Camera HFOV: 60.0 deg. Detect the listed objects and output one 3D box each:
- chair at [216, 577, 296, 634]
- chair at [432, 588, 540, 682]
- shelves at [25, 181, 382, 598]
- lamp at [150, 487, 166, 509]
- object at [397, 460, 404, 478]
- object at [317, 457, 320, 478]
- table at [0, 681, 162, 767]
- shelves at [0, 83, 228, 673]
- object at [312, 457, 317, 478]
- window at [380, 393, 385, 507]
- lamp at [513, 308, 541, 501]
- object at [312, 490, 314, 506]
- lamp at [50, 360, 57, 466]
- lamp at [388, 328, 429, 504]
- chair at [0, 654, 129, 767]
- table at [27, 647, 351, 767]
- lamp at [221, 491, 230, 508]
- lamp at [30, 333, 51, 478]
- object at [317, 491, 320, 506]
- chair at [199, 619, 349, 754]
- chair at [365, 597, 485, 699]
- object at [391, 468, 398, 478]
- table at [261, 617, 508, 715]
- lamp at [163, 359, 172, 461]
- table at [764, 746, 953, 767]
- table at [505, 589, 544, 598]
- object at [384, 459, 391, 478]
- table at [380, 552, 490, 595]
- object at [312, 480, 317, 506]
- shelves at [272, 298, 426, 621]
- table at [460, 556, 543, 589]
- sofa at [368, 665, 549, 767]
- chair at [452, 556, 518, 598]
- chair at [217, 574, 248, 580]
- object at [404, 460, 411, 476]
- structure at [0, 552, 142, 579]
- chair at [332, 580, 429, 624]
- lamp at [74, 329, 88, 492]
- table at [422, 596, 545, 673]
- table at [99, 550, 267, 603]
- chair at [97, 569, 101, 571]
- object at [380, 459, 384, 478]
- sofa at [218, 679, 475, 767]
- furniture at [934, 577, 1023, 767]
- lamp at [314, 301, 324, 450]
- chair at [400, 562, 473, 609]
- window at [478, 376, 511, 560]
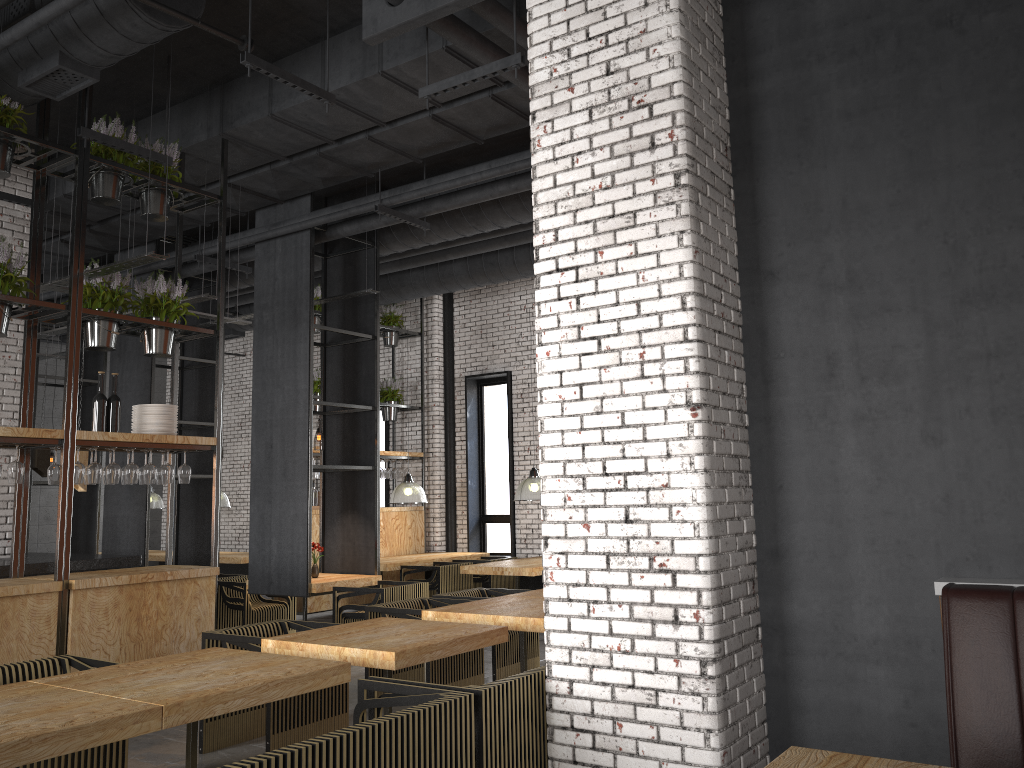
[{"bbox_3d":[-2.754,2.441,9.409,0.637,0.732,0.656,-7,-10,36],"label":"chair"},{"bbox_3d":[-0.214,2.127,7.447,0.638,0.732,0.656,-7,-10,33],"label":"chair"},{"bbox_3d":[-4.170,0.162,10.722,6.140,4.380,1.001,-7,-10,34],"label":"shelves"},{"bbox_3d":[-6.178,0.926,15.180,0.536,2.413,0.535,1,-9,-14],"label":"lamp"},{"bbox_3d":[-1.623,1.243,12.944,0.101,0.268,0.100,2,-9,-25],"label":"object"},{"bbox_3d":[-2.510,1.098,11.661,0.101,0.268,0.100,2,-9,-19],"label":"object"},{"bbox_3d":[-2.012,1.600,3.176,0.999,0.765,0.995,-7,-9,34],"label":"table"},{"bbox_3d":[-3.566,-0.187,5.714,0.689,5.034,3.653,-7,-10,34],"label":"shelves"},{"bbox_3d":[-2.593,1.084,11.540,0.101,0.268,0.100,2,-9,-19],"label":"object"},{"bbox_3d":[-2.186,1.446,14.449,0.748,2.707,0.364,-7,-10,34],"label":"window"},{"bbox_3d":[0.250,0.228,10.978,0.536,2.413,0.535,2,-9,-19],"label":"lamp"},{"bbox_3d":[-2.649,1.441,11.573,0.107,0.369,0.070,-7,-10,33],"label":"object"},{"bbox_3d":[-6.292,0.368,12.184,0.108,1.604,0.108,2,-9,-24],"label":"lamp"},{"bbox_3d":[-1.421,0.414,12.105,0.536,2.413,0.535,2,-9,-19],"label":"lamp"},{"bbox_3d":[-2.352,1.775,4.335,0.637,0.732,0.656,-7,-10,36],"label":"chair"},{"bbox_3d":[-1.445,1.692,3.997,0.999,0.765,0.995,-7,-9,34],"label":"table"},{"bbox_3d":[-4.755,0.768,14.221,0.536,2.413,0.535,2,-9,-19],"label":"lamp"},{"bbox_3d":[-4.525,0.198,8.559,0.127,1.399,0.127,-7,-10,34],"label":"lamp"},{"bbox_3d":[-2.557,1.528,11.678,0.056,0.249,0.056,-6,-9,26],"label":"object"},{"bbox_3d":[-1.490,1.918,5.599,0.638,0.732,0.656,-7,-10,33],"label":"chair"},{"bbox_3d":[-0.662,2.050,6.773,0.638,0.732,0.656,-7,-10,34],"label":"chair"},{"bbox_3d":[-1.706,1.229,12.824,0.101,0.268,0.100,2,-9,-25],"label":"object"},{"bbox_3d":[-0.708,1.813,5.063,0.999,0.765,0.995,-7,-9,34],"label":"table"},{"bbox_3d":[-4.135,0.128,10.730,0.108,1.604,0.108,0,-9,-9],"label":"lamp"},{"bbox_3d":[0.086,1.217,0.610,0.999,0.765,4.128,-7,-9,34],"label":"table"},{"bbox_3d":[0.648,2.030,6.997,0.999,0.765,0.995,-7,-9,34],"label":"table"},{"bbox_3d":[-1.790,1.215,12.703,0.101,0.268,0.100,2,-9,-25],"label":"object"},{"bbox_3d":[-1.318,2.705,11.842,0.999,0.765,2.112,-7,-9,34],"label":"table"},{"bbox_3d":[-2.613,1.447,11.627,0.107,0.369,0.070,-7,-10,33],"label":"object"},{"bbox_3d":[-2.238,0.653,12.454,0.689,5.034,2.328,-7,-10,34],"label":"shelves"},{"bbox_3d":[0.425,2.511,10.667,0.999,0.765,2.112,-7,-9,34],"label":"table"},{"bbox_3d":[0.130,1.739,4.519,0.639,0.732,1.802,-7,-9,34],"label":"sofa"},{"bbox_3d":[-0.359,2.699,11.843,0.638,0.732,0.656,-6,-9,32],"label":"chair"},{"bbox_3d":[-3.391,2.512,9.839,0.637,0.732,0.656,-7,-10,36],"label":"chair"},{"bbox_3d":[-1.540,1.256,13.065,0.101,0.268,0.100,2,-9,-25],"label":"object"},{"bbox_3d":[-6.902,1.943,7.732,5.869,1.538,4.303,-6,-9,34],"label":"structure"},{"bbox_3d":[-1.245,2.278,8.429,0.638,0.732,0.656,-7,-9,32],"label":"chair"},{"bbox_3d":[-3.987,0.214,8.186,0.127,1.551,0.127,-7,-10,34],"label":"lamp"},{"bbox_3d":[0.081,1.938,6.176,0.999,0.765,0.995,-7,-9,34],"label":"table"},{"bbox_3d":[-5.318,3.115,14.271,4.131,0.765,0.998,-6,-9,34],"label":"table"},{"bbox_3d":[-5.508,2.752,11.303,0.638,0.732,0.656,-7,-10,35],"label":"chair"},{"bbox_3d":[-1.873,1.202,12.583,0.101,0.268,0.100,2,-9,-19],"label":"object"},{"bbox_3d":[-0.919,1.568,3.001,0.639,0.732,1.802,-7,-9,34],"label":"sofa"},{"bbox_3d":[0.654,0.959,0.235,1.915,1.154,6.752,-7,-9,34],"label":"furniture"},{"bbox_3d":[-2.018,-0.107,9.302,0.108,1.604,0.108,-2,-9,6],"label":"lamp"},{"bbox_3d":[-0.931,2.601,10.980,0.638,0.732,0.656,-7,-10,34],"label":"chair"},{"bbox_3d":[-0.223,1.228,13.126,0.748,2.707,0.364,-7,-10,34],"label":"window"}]
